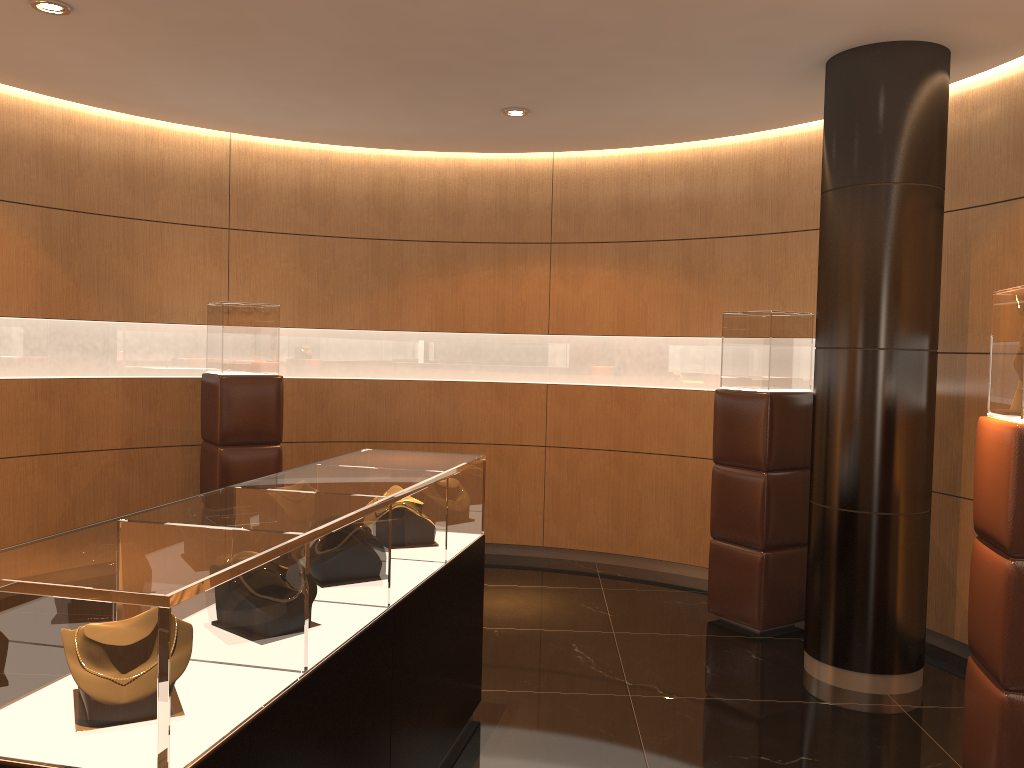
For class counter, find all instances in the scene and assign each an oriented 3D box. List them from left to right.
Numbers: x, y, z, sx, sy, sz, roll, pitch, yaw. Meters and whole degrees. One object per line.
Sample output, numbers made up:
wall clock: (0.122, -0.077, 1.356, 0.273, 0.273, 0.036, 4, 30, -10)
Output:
counter: (-0.702, 0.949, 3.034, 0.615, 1.173, 2.514, 2, 2, 13)

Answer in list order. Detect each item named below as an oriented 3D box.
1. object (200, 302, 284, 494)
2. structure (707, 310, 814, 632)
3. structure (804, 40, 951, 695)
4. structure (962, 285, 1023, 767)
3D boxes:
object: (-1.938, 0.428, 6.345, 0.484, 2.000, 0.498, 0, 3, -34)
structure: (1.613, 0.541, 5.718, 0.484, 2.000, 0.498, 0, 3, -33)
structure: (1.958, -0.131, 4.788, 0.613, 3.430, 0.613, 2, 2, 17)
structure: (2.063, 0.642, 3.368, 0.498, 2.000, 0.484, 2, 2, 12)
